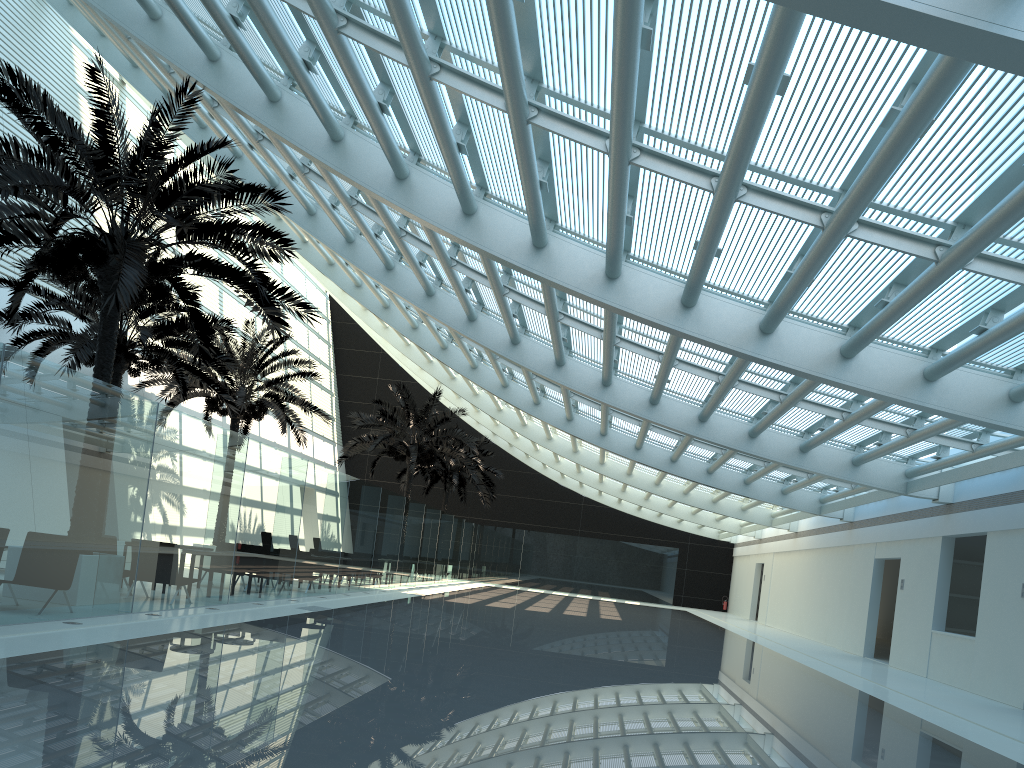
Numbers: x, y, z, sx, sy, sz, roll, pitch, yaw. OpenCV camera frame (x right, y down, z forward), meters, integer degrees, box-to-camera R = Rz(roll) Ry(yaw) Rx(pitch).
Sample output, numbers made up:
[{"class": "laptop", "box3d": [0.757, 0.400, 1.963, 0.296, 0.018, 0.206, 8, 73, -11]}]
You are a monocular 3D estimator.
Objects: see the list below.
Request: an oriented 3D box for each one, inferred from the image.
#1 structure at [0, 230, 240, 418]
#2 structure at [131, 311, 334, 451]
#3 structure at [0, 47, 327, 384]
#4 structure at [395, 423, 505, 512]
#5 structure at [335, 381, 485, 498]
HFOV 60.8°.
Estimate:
[{"class": "structure", "box3d": [-8.033, 0.380, 17.469, 4.674, 6.729, 4.312, 8, -4, -15]}, {"class": "structure", "box3d": [-7.653, 1.610, 23.506, 4.264, 6.788, 4.728, 4, -5, 40]}, {"class": "structure", "box3d": [-5.453, -0.614, 11.428, 4.792, 6.912, 4.539, 5, -4, 25]}, {"class": "structure", "box3d": [-2.797, 5.211, 38.782, 4.488, 6.910, 4.849, 8, -4, -15]}, {"class": "structure", "box3d": [-3.610, 3.471, 30.620, 4.824, 6.912, 4.508, 7, -4, 0]}]
